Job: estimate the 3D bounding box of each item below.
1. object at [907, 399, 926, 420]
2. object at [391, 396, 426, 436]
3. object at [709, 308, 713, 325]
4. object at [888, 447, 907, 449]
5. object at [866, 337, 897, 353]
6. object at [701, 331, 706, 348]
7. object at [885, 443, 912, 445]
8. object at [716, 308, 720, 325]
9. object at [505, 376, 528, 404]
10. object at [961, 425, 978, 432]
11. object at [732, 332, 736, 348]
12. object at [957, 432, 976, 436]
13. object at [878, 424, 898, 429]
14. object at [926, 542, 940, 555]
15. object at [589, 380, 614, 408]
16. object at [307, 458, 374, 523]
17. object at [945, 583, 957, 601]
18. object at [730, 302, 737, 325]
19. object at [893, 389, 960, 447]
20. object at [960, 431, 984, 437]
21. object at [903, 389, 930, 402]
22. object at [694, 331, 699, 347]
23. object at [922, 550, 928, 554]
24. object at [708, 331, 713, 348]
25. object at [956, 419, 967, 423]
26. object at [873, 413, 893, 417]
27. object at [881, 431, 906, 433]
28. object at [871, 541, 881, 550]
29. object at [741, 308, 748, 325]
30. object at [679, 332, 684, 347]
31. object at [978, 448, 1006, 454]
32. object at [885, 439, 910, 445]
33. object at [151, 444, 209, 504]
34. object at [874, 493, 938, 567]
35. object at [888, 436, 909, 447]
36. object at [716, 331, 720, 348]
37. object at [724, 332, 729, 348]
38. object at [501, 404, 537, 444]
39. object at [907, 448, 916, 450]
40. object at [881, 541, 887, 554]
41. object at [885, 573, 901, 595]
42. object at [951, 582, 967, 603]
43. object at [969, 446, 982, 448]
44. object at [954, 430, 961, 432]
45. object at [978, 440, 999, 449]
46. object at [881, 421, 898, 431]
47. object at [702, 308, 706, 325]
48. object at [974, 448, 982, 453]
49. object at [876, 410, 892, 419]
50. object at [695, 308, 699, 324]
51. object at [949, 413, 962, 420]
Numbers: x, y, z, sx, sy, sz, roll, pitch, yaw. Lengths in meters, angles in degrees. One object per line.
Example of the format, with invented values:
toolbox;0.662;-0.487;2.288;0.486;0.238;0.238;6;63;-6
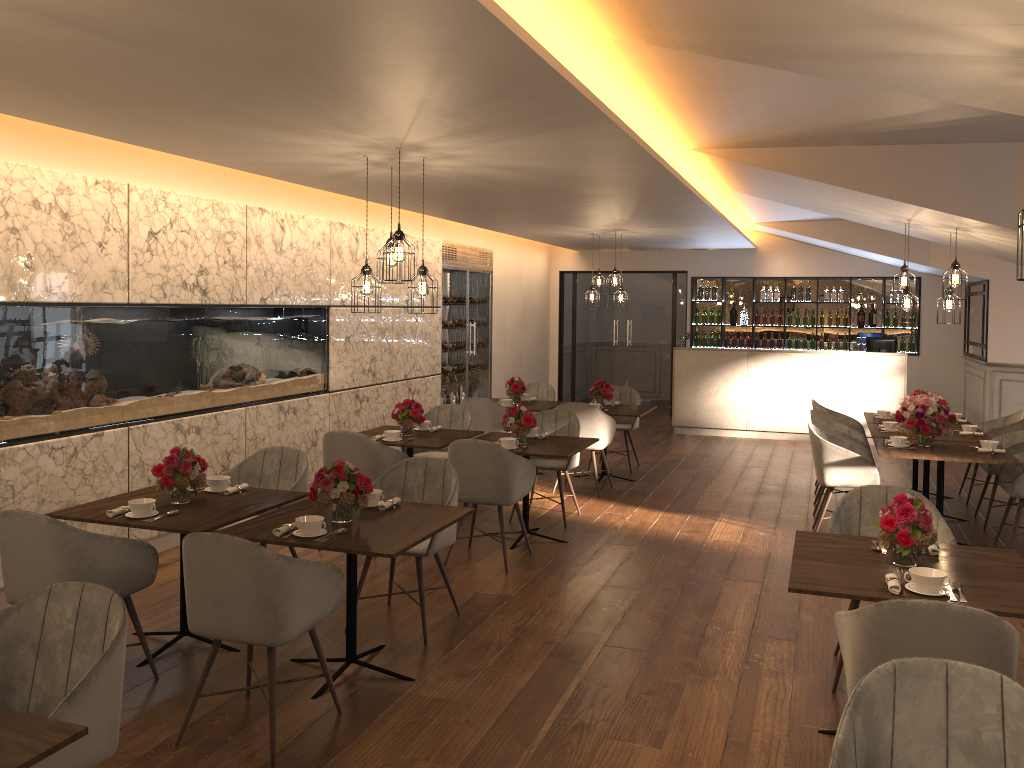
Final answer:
object;3.455;0.247;7.506;0.234;0.301;0.305;3;4;39
object;-0.822;0.248;6.916;0.305;0.301;0.234;4;4;41
object;3.131;-1.064;13.918;0.065;0.261;0.066;1;2;-2
object;2.889;0.474;6.537;0.211;0.004;0.022;2;5;19
object;4.863;-0.451;11.631;0.408;0.328;0.130;0;2;-3
object;3.023;-0.707;13.965;0.065;0.261;0.066;1;2;-2
object;2.925;0.451;6.691;0.192;0.024;0.025;2;4;19
object;3.235;-1.060;13.881;0.065;0.261;0.066;1;2;-2
object;0.051;0.055;9.248;0.234;0.301;0.306;0;3;-5
object;3.788;0.381;7.328;0.148;0.072;0.148;-2;5;-28
object;3.461;-0.688;13.810;0.065;0.261;0.066;1;2;-2
object;3.752;0.411;7.257;0.192;0.024;0.025;2;4;19
object;3.240;0.368;7.605;0.175;0.039;0.056;2;4;19
object;1.776;0.687;3.744;0.056;0.039;0.176;2;5;19
object;0.896;0.091;8.957;0.234;0.301;0.306;-1;4;-23
object;-0.798;0.491;4.145;0.305;0.301;0.235;0;3;-3
object;1.581;0.750;3.196;0.022;0.004;0.211;2;5;19
object;3.451;-1.099;13.807;0.104;0.359;0.104;0;2;-9
object;3.113;0.253;6.669;0.420;0.424;0.406;1;3;8
object;3.750;0.407;7.221;0.175;0.039;0.056;2;4;19
object;3.796;0.183;8.251;0.305;0.301;0.235;-1;3;-23
object;2.918;-0.711;14.002;0.065;0.261;0.066;1;2;-2
object;1.741;0.693;3.747;0.025;0.024;0.193;2;5;19
object;3.127;-0.702;13.928;0.065;0.261;0.066;1;2;-2
object;4.049;0.337;8.065;0.175;0.039;0.056;2;4;19
object;3.539;0.298;8.449;0.175;0.039;0.056;2;4;19
object;3.200;0.401;7.416;0.211;0.004;0.022;2;5;19
object;1.563;0.692;3.799;0.043;0.015;0.198;3;5;23
object;3.606;-1.052;13.747;0.108;0.281;0.108;0;2;-24
object;2.365;-0.614;12.342;0.065;0.207;0.065;1;2;11
object;3.438;0.480;6.342;0.175;0.039;0.056;2;4;19
object;2.928;0.441;6.726;0.175;0.039;0.056;2;4;19
object;-1.686;0.450;4.491;0.234;0.301;0.306;2;4;21
object;1.568;0.571;3.535;0.234;0.301;0.305;3;4;39
object;2.890;0.433;6.618;0.148;0.072;0.148;-2;5;-28
object;3.231;-0.698;13.891;0.065;0.261;0.066;1;2;-2
object;3.357;-0.693;13.847;0.065;0.261;0.066;1;2;-2
object;0.064;0.289;6.573;0.234;0.301;0.306;-2;4;-38
object;2.870;0.471;6.506;0.197;0.015;0.043;2;5;16
object;1.587;0.699;3.784;0.022;0.004;0.211;2;5;19
object;1.392;0.727;3.234;0.056;0.039;0.176;2;5;19
object;1.612;0.746;3.177;0.043;0.015;0.198;2;5;16
object;3.495;0.473;6.563;0.197;0.015;0.043;2;5;16
object;3.807;0.400;7.441;0.197;0.015;0.043;2;5;16
object;3.476;0.454;6.449;0.148;0.072;0.148;-2;5;-28
object;3.202;0.360;7.497;0.148;0.072;0.148;-2;5;-28
object;3.027;-1.069;13.954;0.065;0.261;0.066;1;2;-2
object;3.440;0.484;6.378;0.192;0.024;0.025;2;4;19
object;3.501;0.290;8.341;0.148;0.072;0.148;-2;5;-28
object;2.923;-1.073;13.991;0.065;0.261;0.066;1;2;-2
object;4.087;0.311;8.172;0.148;0.072;0.148;-2;5;-28
